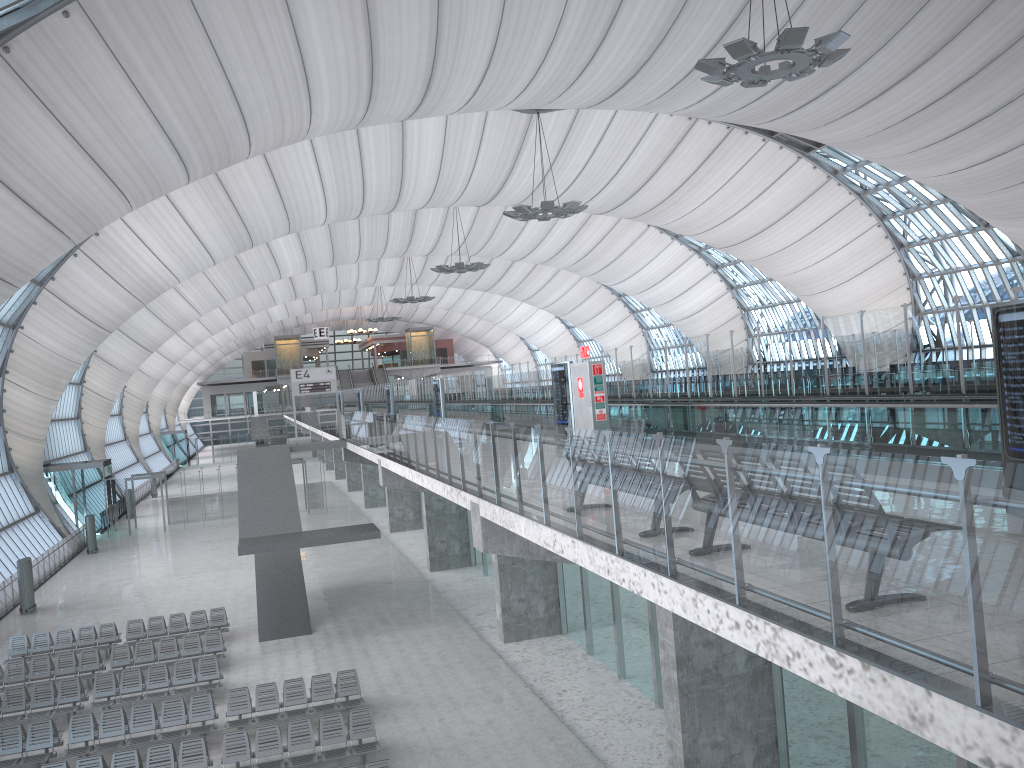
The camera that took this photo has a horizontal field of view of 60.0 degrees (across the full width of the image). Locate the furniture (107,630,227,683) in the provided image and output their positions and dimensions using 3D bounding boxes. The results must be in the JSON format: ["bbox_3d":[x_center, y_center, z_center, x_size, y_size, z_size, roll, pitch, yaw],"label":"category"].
[{"bbox_3d":[-8.506,6.751,21.969,2.705,0.913,1.572,-5,0,-16],"label":"furniture"}]

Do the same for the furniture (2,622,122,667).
[{"bbox_3d":[-11.962,7.025,23.717,2.705,0.913,1.572,-5,0,-16],"label":"furniture"}]

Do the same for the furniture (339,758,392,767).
[{"bbox_3d":[-3.062,6.328,13.323,2.705,0.913,1.572,-5,0,-16],"label":"furniture"}]

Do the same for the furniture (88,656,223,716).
[{"bbox_3d":[-7.855,6.702,19.713,2.705,0.913,1.572,-5,0,-16],"label":"furniture"}]

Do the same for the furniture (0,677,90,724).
[{"bbox_3d":[-10.580,6.922,18.923,2.705,0.913,1.572,-5,0,-16],"label":"furniture"}]

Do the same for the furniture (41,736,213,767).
[{"bbox_3d":[-6.451,6.597,14.840,2.705,0.913,1.572,-5,0,-16],"label":"furniture"}]

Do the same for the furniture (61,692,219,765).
[{"bbox_3d":[-7.116,6.647,17.147,2.705,0.913,1.572,-5,0,-16],"label":"furniture"}]

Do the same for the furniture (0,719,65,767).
[{"bbox_3d":[-9.841,6.866,16.357,2.705,0.913,1.572,-5,0,-16],"label":"furniture"}]

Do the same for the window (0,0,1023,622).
[{"bbox_3d":[-8.269,-2.796,77.149,50.537,20.004,167.818,-5,0,-16],"label":"window"}]

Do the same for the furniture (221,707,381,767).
[{"bbox_3d":[-3.726,6.378,15.630,2.705,0.913,1.572,-5,0,-16],"label":"furniture"}]

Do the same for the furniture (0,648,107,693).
[{"bbox_3d":[-11.231,6.970,21.180,2.705,0.913,1.572,-5,0,-16],"label":"furniture"}]

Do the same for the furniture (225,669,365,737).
[{"bbox_3d":[-4.391,6.428,17.937,2.705,0.913,1.572,-5,0,-16],"label":"furniture"}]

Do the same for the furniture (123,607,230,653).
[{"bbox_3d":[-9.237,6.806,24.507,2.705,0.913,1.572,-5,0,-16],"label":"furniture"}]
